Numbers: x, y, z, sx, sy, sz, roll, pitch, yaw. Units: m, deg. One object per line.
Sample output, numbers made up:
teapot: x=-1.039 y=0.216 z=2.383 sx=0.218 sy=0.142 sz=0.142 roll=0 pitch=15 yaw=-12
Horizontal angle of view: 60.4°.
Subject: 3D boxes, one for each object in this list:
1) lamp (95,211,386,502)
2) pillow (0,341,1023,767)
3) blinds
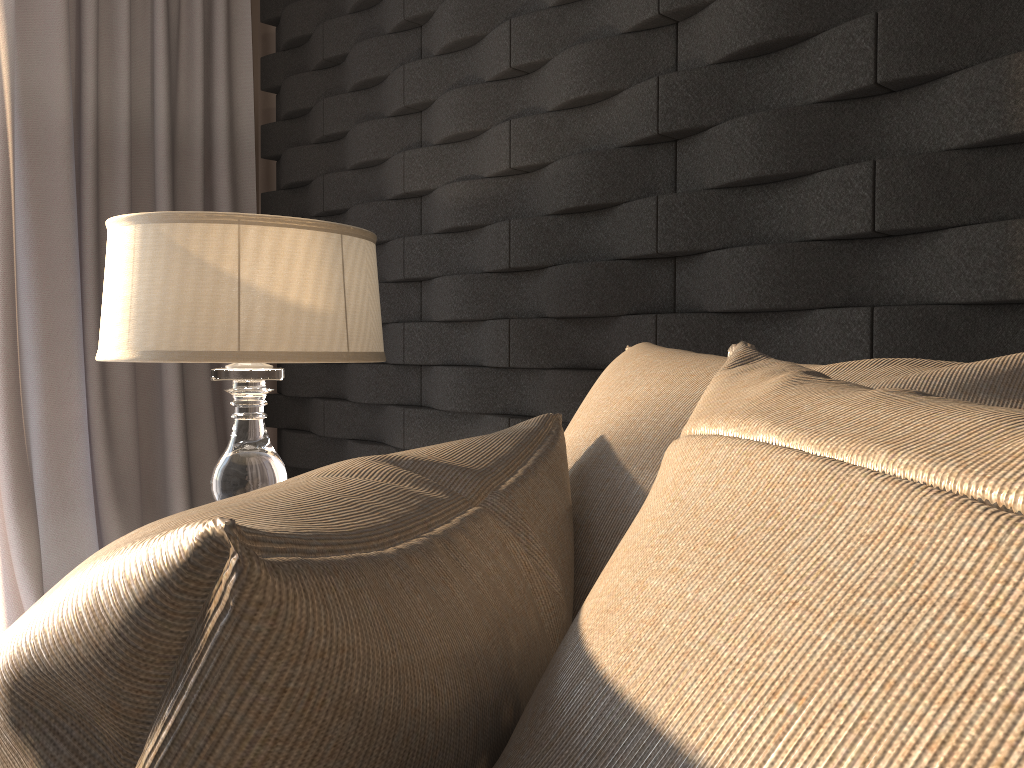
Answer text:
lamp: x=-0.461 y=0.048 z=1.543 sx=0.475 sy=0.630 sz=0.457 roll=0 pitch=2 yaw=-9
pillow: x=0.172 y=0.150 z=0.339 sx=0.950 sy=0.518 sz=1.189 roll=-1 pitch=3 yaw=-39
blinds: x=-1.069 y=-0.383 z=2.259 sx=0.322 sy=2.640 sz=1.056 roll=2 pitch=2 yaw=40
